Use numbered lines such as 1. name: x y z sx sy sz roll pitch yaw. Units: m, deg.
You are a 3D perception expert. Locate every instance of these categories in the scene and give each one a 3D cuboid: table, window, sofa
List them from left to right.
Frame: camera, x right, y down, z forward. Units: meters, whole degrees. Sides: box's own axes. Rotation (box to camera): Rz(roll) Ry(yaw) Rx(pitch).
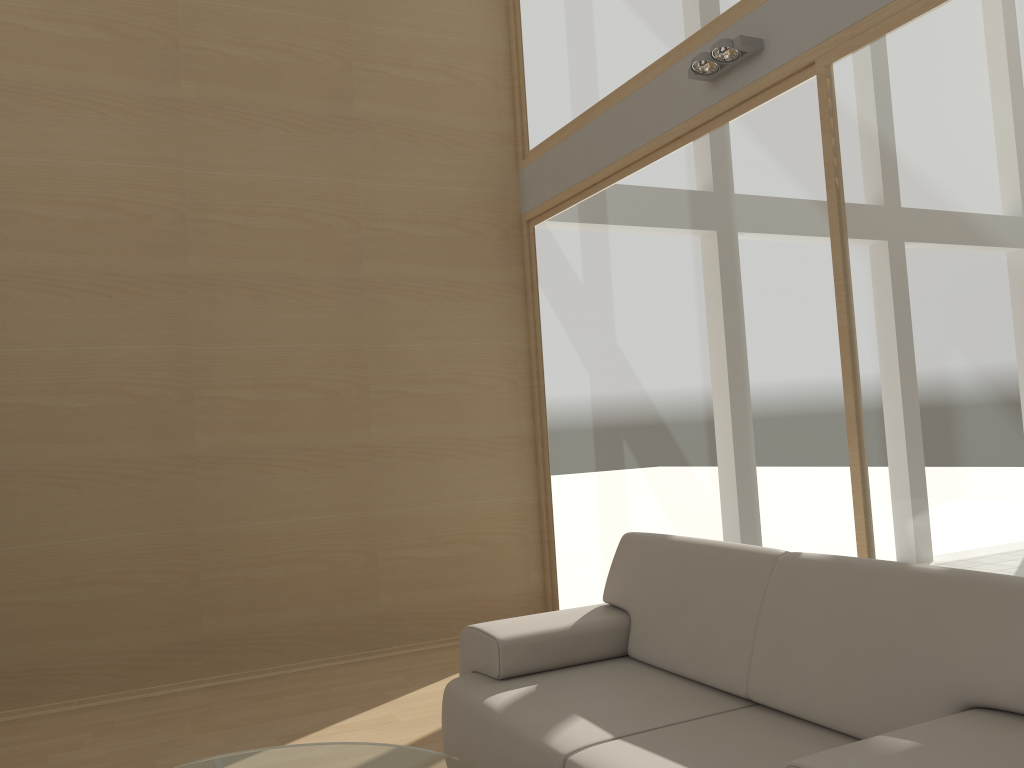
1. table: -0.584 1.207 2.011 1.198 0.370 1.198 -3 -4 -8
2. window: 0.591 -2.724 4.756 0.020 2.200 2.525 -2 -4 -26
3. window: 0.767 0.115 4.578 0.020 2.500 2.525 -2 -4 -26
4. sofa: 0.630 0.924 2.527 1.168 0.846 2.093 -2 -4 -26
5. window: 1.854 -0.099 2.253 0.020 2.500 2.525 -2 -4 -26

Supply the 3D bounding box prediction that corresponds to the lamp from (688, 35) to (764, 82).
1. lamp: 0.909 -1.430 3.886 0.182 0.080 0.360 -2 -4 -26
